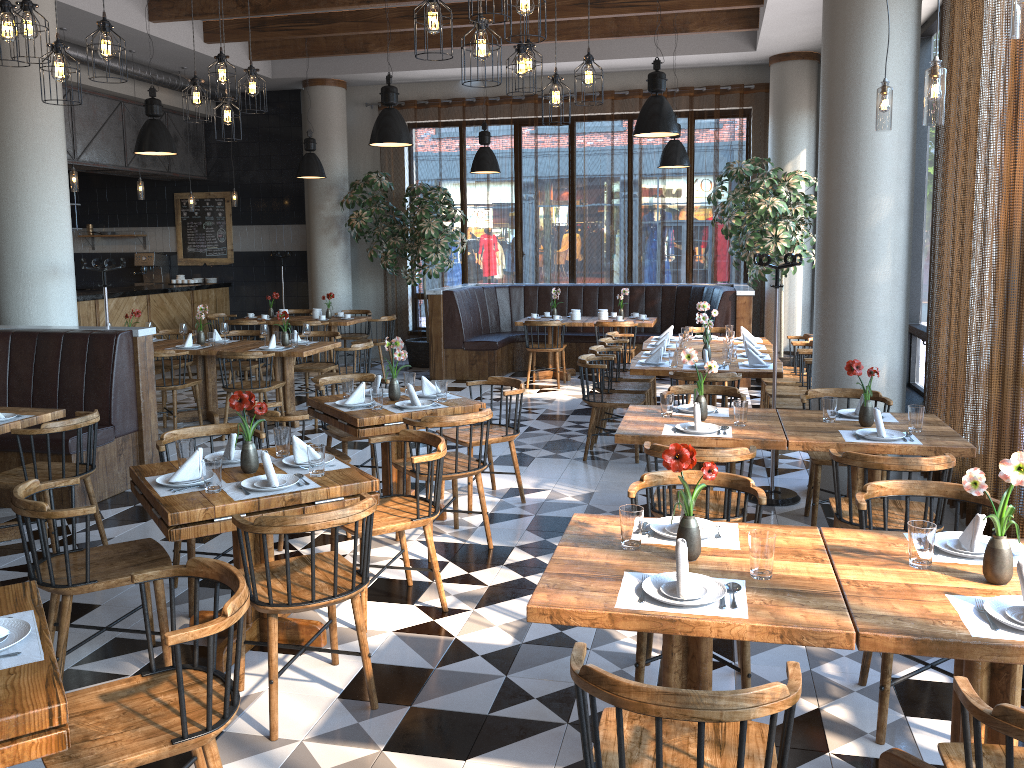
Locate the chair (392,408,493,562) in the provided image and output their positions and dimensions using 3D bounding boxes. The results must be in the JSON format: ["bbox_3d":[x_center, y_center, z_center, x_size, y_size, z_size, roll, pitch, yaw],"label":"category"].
[{"bbox_3d":[-0.392,0.536,5.116,0.520,0.813,0.552,-5,9,-32],"label":"chair"}]

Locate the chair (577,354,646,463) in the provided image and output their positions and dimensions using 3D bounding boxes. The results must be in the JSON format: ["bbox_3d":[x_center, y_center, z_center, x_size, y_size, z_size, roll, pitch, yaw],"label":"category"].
[{"bbox_3d":[0.809,0.186,7.214,0.550,0.813,0.522,1,8,13],"label":"chair"}]

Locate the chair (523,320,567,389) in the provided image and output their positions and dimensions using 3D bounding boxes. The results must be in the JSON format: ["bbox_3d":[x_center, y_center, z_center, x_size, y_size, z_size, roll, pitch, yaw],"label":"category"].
[{"bbox_3d":[0.409,-0.381,10.782,0.519,0.813,0.552,1,8,13],"label":"chair"}]

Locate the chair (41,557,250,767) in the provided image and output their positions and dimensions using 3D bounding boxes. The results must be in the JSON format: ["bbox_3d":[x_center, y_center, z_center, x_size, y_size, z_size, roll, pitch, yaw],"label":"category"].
[{"bbox_3d":[-1.001,0.969,2.456,0.550,0.813,0.521,-5,9,-32],"label":"chair"}]

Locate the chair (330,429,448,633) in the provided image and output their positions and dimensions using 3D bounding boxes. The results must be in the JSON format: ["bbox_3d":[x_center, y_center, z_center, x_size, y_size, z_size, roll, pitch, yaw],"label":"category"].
[{"bbox_3d":[-0.589,0.676,4.256,0.550,0.813,0.521,-5,9,-32],"label":"chair"}]

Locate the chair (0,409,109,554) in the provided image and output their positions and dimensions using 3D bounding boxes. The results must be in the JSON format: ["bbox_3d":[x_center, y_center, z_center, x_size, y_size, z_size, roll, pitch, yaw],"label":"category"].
[{"bbox_3d":[-2.627,0.575,5.027,0.550,0.813,0.522,1,8,13],"label":"chair"}]

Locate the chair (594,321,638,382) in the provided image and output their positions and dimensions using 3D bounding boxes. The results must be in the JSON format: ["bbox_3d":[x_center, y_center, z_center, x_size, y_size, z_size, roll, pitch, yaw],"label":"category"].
[{"bbox_3d":[1.246,-0.360,10.592,0.519,0.813,0.552,1,8,13],"label":"chair"}]

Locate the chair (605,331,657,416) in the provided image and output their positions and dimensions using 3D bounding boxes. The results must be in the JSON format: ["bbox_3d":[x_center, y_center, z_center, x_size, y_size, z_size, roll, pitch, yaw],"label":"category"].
[{"bbox_3d":[1.221,-0.106,9.012,0.550,0.813,0.522,1,8,13],"label":"chair"}]

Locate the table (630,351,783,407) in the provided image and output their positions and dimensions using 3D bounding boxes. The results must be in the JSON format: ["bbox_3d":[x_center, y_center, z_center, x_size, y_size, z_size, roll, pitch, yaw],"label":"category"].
[{"bbox_3d":[1.600,0.184,7.345,1.216,0.760,1.220,2,9,16],"label":"table"}]

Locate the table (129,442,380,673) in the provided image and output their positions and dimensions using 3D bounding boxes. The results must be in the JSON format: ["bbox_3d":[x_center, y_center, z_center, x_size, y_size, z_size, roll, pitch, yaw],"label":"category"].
[{"bbox_3d":[-1.139,0.764,3.912,0.865,0.760,0.867,-6,10,-32],"label":"table"}]

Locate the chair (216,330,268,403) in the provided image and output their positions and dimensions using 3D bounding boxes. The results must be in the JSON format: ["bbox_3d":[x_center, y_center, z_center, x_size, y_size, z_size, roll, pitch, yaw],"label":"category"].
[{"bbox_3d":[-2.927,-0.147,9.555,0.519,0.813,0.552,1,8,13],"label":"chair"}]

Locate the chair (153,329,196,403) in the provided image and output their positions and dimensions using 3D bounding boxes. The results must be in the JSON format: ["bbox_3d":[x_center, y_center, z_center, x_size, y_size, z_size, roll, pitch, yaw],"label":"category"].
[{"bbox_3d":[-3.772,-0.169,9.747,0.519,0.813,0.552,1,8,13],"label":"chair"}]

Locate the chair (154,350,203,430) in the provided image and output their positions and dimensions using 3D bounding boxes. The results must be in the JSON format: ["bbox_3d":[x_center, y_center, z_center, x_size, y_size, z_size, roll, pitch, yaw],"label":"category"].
[{"bbox_3d":[-3.221,0.062,8.268,0.519,0.813,0.552,1,8,13],"label":"chair"}]

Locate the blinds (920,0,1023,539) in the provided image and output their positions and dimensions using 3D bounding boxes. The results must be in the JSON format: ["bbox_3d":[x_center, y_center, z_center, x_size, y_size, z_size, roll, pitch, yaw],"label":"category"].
[{"bbox_3d":[1.876,-0.614,2.041,0.160,3.562,7.305,1,9,13],"label":"blinds"}]

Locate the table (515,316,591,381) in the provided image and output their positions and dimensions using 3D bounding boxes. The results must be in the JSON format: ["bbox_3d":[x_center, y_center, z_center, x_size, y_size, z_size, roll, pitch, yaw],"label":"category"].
[{"bbox_3d":[0.544,-0.452,11.386,0.850,0.760,0.855,1,8,13],"label":"table"}]

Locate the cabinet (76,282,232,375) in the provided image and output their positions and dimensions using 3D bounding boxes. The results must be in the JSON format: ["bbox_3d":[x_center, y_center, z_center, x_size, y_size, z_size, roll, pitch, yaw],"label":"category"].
[{"bbox_3d":[-6.558,-0.592,11.490,3.028,1.159,6.026,1,9,13],"label":"cabinet"}]

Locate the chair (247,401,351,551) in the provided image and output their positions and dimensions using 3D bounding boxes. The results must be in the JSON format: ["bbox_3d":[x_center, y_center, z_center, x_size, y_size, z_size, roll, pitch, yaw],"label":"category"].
[{"bbox_3d":[-1.281,0.513,5.318,0.550,0.813,0.521,-5,9,-32],"label":"chair"}]

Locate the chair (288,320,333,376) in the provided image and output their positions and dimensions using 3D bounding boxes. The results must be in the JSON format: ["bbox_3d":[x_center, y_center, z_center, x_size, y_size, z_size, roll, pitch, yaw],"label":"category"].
[{"bbox_3d":[-2.528,-0.409,11.162,0.519,0.813,0.552,1,8,13],"label":"chair"}]

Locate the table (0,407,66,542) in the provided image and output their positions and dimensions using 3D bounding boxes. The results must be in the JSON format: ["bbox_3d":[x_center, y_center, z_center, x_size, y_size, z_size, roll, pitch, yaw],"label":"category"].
[{"bbox_3d":[-3.244,0.586,5.166,0.850,0.760,0.855,1,8,13],"label":"table"}]

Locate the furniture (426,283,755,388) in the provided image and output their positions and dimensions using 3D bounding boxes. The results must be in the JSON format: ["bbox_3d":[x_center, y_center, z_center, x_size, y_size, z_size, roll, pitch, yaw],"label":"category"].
[{"bbox_3d":[1.090,-0.721,11.811,4.038,1.144,1.928,1,9,13],"label":"furniture"}]

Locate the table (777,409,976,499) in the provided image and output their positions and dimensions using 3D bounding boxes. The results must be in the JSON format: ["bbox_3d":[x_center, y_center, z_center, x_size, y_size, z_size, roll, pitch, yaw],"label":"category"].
[{"bbox_3d":[1.874,0.600,4.726,0.850,0.760,0.855,1,8,13],"label":"table"}]

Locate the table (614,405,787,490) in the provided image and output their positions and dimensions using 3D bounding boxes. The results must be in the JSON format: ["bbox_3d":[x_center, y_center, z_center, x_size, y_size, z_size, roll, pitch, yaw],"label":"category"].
[{"bbox_3d":[1.039,0.579,4.916,0.850,0.760,0.855,1,8,13],"label":"table"}]

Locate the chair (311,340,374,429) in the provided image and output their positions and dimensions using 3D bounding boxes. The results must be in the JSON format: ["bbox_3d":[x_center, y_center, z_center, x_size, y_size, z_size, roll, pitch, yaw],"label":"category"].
[{"bbox_3d":[-1.613,-0.003,8.567,0.550,0.813,0.522,1,8,13],"label":"chair"}]

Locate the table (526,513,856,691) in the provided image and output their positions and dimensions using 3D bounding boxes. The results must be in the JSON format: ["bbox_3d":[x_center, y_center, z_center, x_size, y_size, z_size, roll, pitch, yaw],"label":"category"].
[{"bbox_3d":[0.551,0.926,2.784,0.850,0.760,0.855,1,8,13],"label":"table"}]

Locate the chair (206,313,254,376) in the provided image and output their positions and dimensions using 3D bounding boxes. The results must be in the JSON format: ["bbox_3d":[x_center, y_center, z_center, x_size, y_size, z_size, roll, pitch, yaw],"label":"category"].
[{"bbox_3d":[-3.874,-0.550,12.138,0.550,0.813,0.522,1,8,13],"label":"chair"}]

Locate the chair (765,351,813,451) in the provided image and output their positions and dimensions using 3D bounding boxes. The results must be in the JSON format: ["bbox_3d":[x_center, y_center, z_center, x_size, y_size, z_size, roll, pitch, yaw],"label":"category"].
[{"bbox_3d":[2.420,0.126,7.478,0.550,0.813,0.522,1,8,13],"label":"chair"}]

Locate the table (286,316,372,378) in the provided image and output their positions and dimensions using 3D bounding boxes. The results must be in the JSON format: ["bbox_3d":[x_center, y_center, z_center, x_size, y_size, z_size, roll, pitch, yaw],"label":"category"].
[{"bbox_3d":[-2.413,-0.488,11.817,0.850,0.760,0.855,1,8,13],"label":"table"}]

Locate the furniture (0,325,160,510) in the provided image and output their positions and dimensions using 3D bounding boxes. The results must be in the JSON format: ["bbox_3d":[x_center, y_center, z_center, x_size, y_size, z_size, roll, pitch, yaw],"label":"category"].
[{"bbox_3d":[-4.310,0.640,3.688,1.918,1.144,6.623,1,9,13],"label":"furniture"}]

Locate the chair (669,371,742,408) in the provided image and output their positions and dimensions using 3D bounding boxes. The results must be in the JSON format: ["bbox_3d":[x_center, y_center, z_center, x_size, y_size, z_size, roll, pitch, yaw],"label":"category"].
[{"bbox_3d":[1.422,0.287,6.545,0.519,0.813,0.552,1,8,13],"label":"chair"}]

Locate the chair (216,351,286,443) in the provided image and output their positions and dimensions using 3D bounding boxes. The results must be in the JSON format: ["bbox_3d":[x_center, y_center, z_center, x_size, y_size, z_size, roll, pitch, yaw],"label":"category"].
[{"bbox_3d":[-2.376,0.084,8.076,0.519,0.813,0.552,1,8,13],"label":"chair"}]

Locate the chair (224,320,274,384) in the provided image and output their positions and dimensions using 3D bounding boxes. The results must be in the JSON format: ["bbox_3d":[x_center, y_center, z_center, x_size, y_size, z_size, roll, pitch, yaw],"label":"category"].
[{"bbox_3d":[-3.366,-0.430,11.352,0.519,0.813,0.552,1,8,13],"label":"chair"}]

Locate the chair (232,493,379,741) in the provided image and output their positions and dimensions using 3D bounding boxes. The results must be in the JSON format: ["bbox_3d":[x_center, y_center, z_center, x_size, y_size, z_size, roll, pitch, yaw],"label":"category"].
[{"bbox_3d":[-0.791,0.819,3.374,0.520,0.813,0.552,-5,9,-32],"label":"chair"}]

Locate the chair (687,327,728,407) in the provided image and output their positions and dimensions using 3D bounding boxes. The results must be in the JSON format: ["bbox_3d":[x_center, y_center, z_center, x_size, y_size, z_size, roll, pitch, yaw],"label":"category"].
[{"bbox_3d":[2.062,-0.168,9.341,0.519,0.813,0.552,1,8,13],"label":"chair"}]

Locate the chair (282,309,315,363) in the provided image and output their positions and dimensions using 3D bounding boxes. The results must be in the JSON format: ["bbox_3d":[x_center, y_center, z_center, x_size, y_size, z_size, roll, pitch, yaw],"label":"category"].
[{"bbox_3d":[-3.077,-0.635,12.610,0.519,0.813,0.552,1,8,13],"label":"chair"}]

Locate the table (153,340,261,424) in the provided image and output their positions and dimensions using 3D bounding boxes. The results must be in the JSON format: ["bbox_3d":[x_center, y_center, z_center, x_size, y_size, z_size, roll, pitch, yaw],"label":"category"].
[{"bbox_3d":[-3.069,-0.016,8.916,0.850,0.760,0.855,1,8,13],"label":"table"}]

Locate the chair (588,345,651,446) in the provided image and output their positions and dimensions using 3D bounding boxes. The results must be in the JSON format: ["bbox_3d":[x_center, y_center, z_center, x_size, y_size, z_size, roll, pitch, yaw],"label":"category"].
[{"bbox_3d":[0.949,0.087,7.824,0.550,0.813,0.522,1,8,13],"label":"chair"}]

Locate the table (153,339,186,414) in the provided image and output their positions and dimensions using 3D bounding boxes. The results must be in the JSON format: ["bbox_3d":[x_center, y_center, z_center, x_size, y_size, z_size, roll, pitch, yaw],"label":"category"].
[{"bbox_3d":[-3.902,-0.037,9.105,0.850,0.760,0.855,1,8,13],"label":"table"}]

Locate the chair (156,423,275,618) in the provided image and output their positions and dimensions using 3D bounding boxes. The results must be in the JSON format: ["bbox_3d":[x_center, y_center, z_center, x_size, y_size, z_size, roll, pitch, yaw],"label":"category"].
[{"bbox_3d":[-1.478,0.653,4.458,0.520,0.813,0.552,-5,9,-32],"label":"chair"}]

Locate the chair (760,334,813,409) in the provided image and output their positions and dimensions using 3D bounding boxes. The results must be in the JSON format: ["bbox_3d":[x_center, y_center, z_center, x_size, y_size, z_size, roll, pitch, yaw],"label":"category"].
[{"bbox_3d":[2.696,-0.070,8.683,0.550,0.813,0.522,1,8,13],"label":"chair"}]

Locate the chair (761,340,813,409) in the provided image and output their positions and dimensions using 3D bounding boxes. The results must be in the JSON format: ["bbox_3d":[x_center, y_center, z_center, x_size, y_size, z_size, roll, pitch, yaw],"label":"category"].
[{"bbox_3d":[2.564,0.024,8.107,0.550,0.813,0.522,1,8,13],"label":"chair"}]

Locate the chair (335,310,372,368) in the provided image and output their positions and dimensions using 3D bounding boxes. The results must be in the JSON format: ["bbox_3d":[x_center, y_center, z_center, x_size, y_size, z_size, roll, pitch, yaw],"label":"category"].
[{"bbox_3d":[-2.240,-0.614,12.420,0.519,0.813,0.552,1,8,13],"label":"chair"}]

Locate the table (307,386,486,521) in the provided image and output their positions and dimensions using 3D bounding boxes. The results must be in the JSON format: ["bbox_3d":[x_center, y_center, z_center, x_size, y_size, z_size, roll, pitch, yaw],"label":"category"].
[{"bbox_3d":[-0.741,0.480,5.654,0.865,0.760,0.867,-6,10,-32],"label":"table"}]

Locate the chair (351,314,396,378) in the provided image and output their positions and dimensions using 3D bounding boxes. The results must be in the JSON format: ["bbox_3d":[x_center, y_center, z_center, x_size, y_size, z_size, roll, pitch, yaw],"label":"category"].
[{"bbox_3d":[-1.797,-0.496,11.653,0.550,0.813,0.522,1,8,13],"label":"chair"}]

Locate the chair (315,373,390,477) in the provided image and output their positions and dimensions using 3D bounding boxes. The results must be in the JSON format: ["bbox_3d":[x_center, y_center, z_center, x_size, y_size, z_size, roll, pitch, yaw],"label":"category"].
[{"bbox_3d":[-1.079,0.370,6.201,0.520,0.813,0.552,-5,9,-32],"label":"chair"}]

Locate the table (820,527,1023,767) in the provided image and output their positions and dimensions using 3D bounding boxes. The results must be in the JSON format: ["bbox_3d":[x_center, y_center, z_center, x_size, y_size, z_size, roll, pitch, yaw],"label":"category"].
[{"bbox_3d":[1.386,0.947,2.595,0.850,0.760,0.855,1,8,13],"label":"table"}]

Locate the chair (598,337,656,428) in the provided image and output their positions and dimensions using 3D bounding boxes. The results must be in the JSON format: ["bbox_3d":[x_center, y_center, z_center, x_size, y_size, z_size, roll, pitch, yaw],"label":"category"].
[{"bbox_3d":[1.093,-0.015,8.454,0.550,0.813,0.522,1,8,13],"label":"chair"}]

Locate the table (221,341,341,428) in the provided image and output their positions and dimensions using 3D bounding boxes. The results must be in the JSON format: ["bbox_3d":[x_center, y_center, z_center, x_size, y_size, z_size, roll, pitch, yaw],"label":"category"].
[{"bbox_3d":[-2.238,0.005,8.727,0.850,0.760,0.855,1,8,13],"label":"table"}]

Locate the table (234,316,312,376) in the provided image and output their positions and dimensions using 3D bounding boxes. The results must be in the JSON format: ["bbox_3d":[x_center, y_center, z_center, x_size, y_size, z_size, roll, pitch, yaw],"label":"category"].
[{"bbox_3d":[-3.246,-0.509,12.006,0.850,0.760,0.855,1,8,13],"label":"table"}]

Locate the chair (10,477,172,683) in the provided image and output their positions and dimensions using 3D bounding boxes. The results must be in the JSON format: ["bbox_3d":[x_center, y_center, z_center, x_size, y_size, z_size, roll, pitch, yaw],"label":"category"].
[{"bbox_3d":[-1.680,0.797,3.575,0.550,0.813,0.521,-5,9,-32],"label":"chair"}]

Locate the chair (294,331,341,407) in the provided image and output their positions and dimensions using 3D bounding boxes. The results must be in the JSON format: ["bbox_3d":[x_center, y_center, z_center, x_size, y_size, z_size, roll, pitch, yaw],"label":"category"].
[{"bbox_3d":[-2.081,-0.126,9.363,0.519,0.813,0.552,1,8,13],"label":"chair"}]

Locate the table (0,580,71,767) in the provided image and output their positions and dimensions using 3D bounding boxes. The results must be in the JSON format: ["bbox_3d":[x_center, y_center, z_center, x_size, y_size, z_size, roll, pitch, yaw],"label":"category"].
[{"bbox_3d":[-1.551,1.057,2.111,0.865,0.760,0.867,-6,10,-32],"label":"table"}]

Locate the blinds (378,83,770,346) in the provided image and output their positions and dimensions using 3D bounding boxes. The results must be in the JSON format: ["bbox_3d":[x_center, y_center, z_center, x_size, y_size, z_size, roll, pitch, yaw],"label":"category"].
[{"bbox_3d":[0.742,-2.291,12.584,5.544,3.564,0.156,1,7,13],"label":"blinds"}]

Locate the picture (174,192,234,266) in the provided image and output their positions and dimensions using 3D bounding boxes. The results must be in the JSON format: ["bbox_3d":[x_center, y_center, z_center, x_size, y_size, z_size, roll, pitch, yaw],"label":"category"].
[{"bbox_3d":[-4.855,-2.442,13.965,0.980,1.136,0.021,1,7,13],"label":"picture"}]

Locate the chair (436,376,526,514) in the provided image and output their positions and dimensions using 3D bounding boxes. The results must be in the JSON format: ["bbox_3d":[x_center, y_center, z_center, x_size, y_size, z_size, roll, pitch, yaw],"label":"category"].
[{"bbox_3d":[-0.190,0.392,5.999,0.550,0.813,0.521,-5,9,-32],"label":"chair"}]

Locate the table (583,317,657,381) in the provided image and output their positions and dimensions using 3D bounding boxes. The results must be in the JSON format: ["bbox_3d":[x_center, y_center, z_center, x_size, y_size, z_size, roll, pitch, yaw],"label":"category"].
[{"bbox_3d":[1.377,-0.431,11.197,0.850,0.760,0.855,1,8,13],"label":"table"}]

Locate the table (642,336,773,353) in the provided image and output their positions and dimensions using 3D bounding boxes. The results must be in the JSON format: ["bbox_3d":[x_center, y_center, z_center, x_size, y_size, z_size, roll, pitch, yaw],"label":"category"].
[{"bbox_3d":[1.880,-0.015,8.566,1.216,0.760,1.220,2,9,16],"label":"table"}]
